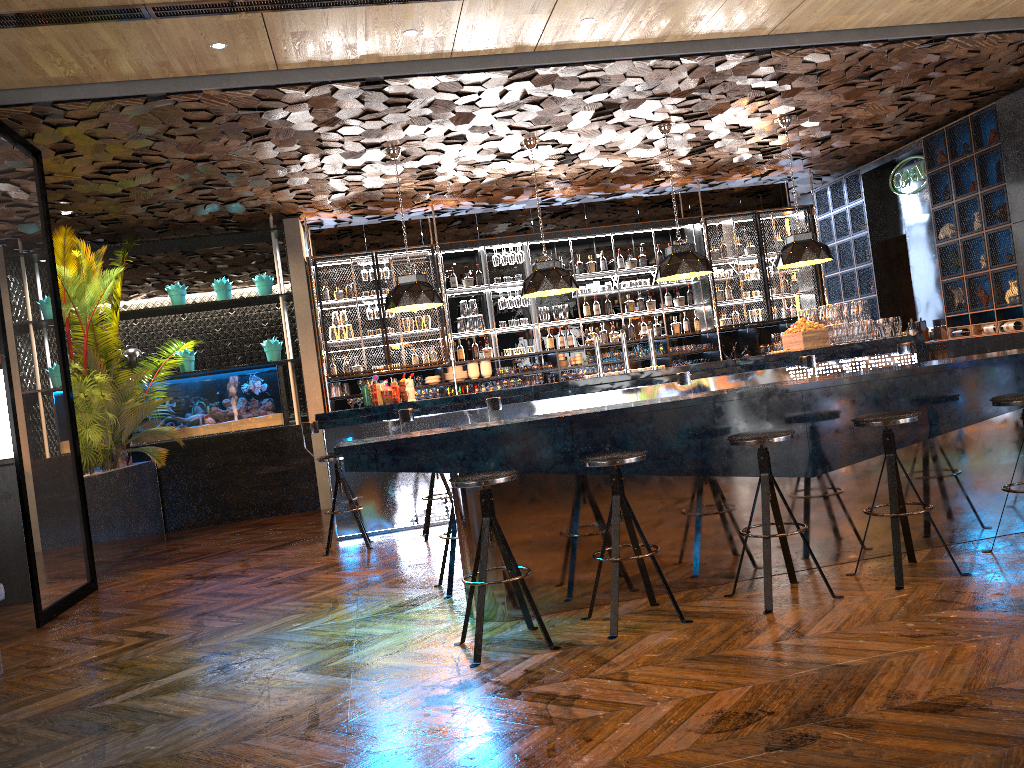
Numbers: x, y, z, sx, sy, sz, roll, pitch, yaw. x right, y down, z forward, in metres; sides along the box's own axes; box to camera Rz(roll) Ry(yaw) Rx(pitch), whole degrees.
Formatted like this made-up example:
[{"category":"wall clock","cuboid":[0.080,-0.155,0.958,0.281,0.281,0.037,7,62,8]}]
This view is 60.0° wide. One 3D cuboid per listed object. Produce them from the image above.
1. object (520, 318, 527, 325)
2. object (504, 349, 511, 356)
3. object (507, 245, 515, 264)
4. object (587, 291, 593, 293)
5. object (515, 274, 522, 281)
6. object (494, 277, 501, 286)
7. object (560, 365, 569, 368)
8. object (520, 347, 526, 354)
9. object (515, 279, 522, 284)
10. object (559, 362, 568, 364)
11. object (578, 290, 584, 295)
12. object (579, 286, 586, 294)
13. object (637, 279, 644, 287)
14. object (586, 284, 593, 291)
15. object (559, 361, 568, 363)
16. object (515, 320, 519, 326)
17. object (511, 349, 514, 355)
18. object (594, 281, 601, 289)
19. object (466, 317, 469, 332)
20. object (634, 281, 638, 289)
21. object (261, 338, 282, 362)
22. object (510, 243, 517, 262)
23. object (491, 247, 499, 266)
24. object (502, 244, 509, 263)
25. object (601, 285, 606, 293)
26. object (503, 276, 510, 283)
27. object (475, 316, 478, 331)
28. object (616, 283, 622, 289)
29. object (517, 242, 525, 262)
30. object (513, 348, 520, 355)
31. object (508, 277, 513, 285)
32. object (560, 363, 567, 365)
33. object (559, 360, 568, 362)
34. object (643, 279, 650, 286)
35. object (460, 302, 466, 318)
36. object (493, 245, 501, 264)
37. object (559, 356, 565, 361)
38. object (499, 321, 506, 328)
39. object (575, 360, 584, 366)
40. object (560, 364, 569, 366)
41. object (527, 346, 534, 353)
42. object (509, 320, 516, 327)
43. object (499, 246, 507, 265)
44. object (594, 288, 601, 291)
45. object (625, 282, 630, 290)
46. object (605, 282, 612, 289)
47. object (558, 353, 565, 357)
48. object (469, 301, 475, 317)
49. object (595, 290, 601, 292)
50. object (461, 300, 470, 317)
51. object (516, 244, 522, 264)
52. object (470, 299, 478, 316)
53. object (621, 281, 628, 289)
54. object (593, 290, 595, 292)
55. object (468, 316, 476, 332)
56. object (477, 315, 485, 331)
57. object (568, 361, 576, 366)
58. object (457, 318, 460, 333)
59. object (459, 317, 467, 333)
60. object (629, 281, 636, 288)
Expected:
[{"category":"object","cuboid":[0.153,-0.801,11.452,0.089,0.092,0.089,-7,0,-25]},{"category":"object","cuboid":[-0.056,-0.404,11.450,0.089,0.092,0.089,-7,0,-37]},{"category":"object","cuboid":[-0.016,-1.695,11.622,0.092,0.244,0.092,-8,0,42]},{"category":"object","cuboid":[1.020,-1.242,11.629,0.089,0.092,0.089,-7,0,-37]},{"category":"object","cuboid":[0.086,-1.365,11.481,0.089,0.092,0.089,-7,0,-41]},{"category":"object","cuboid":[-0.185,-1.330,11.512,0.089,0.092,0.089,-7,0,-41]},{"category":"object","cuboid":[0.661,-0.223,11.493,0.149,0.022,0.149,-7,0,-40]},{"category":"object","cuboid":[0.134,-0.429,11.566,0.089,0.092,0.089,-7,0,2]},{"category":"object","cuboid":[0.088,-1.365,11.668,0.089,0.092,0.089,-7,0,-41]},{"category":"object","cuboid":[0.657,-0.266,11.492,0.149,0.026,0.148,-7,0,-2]},{"category":"object","cuboid":[0.918,-1.228,11.785,0.089,0.092,0.089,-7,0,-37]},{"category":"object","cuboid":[0.921,-1.229,11.619,0.089,0.092,0.089,-8,0,17]},{"category":"object","cuboid":[1.699,-1.331,11.733,0.089,0.092,0.089,-8,0,44]},{"category":"object","cuboid":[1.018,-1.262,11.629,0.089,0.092,0.089,-8,0,33]},{"category":"object","cuboid":[0.655,-0.276,11.492,0.149,0.025,0.149,-8,0,43]},{"category":"object","cuboid":[0.055,-0.788,11.611,0.089,0.092,0.089,-8,0,23]},{"category":"object","cuboid":[-0.006,-0.410,11.630,0.089,0.092,0.089,-7,0,-37]},{"category":"object","cuboid":[1.121,-1.304,11.685,0.089,0.092,0.089,-7,0,-13]},{"category":"object","cuboid":[-0.544,-0.768,11.546,0.105,0.209,0.105,-8,0,36]},{"category":"object","cuboid":[1.656,-1.325,11.872,0.089,0.092,0.089,-7,0,-10]},{"category":"object","cuboid":[-2.964,-0.421,10.975,0.265,0.325,0.245,-7,0,-15]},{"category":"object","cuboid":[0.009,-1.698,11.460,0.092,0.244,0.092,-8,0,42]},{"category":"object","cuboid":[-0.221,-1.668,11.590,0.092,0.244,0.092,-8,0,42]},{"category":"object","cuboid":[-0.088,-1.686,11.444,0.092,0.244,0.092,-8,0,42]},{"category":"object","cuboid":[1.229,-1.269,11.812,0.089,0.092,0.089,-7,0,-20]},{"category":"object","cuboid":[-0.063,-1.346,11.509,0.089,0.092,0.089,-7,0,-41]},{"category":"object","cuboid":[-0.436,-0.782,11.553,0.105,0.209,0.105,-8,0,36]},{"category":"object","cuboid":[1.439,-1.297,11.869,0.089,0.092,0.089,-8,0,33]},{"category":"object","cuboid":[0.111,-1.711,11.476,0.092,0.244,0.092,-8,0,42]},{"category":"object","cuboid":[0.063,-0.420,11.455,0.089,0.092,0.089,-8,0,44]},{"category":"object","cuboid":[-0.033,-1.350,11.637,0.089,0.092,0.089,-7,0,2]},{"category":"object","cuboid":[0.657,-0.256,11.492,0.149,0.024,0.149,-7,0,-10]},{"category":"object","cuboid":[0.652,-0.287,11.492,0.149,0.026,0.148,-7,0,-2]},{"category":"object","cuboid":[1.791,-1.343,11.782,0.089,0.092,0.089,-8,0,35]},{"category":"object","cuboid":[-0.630,-0.967,11.539,0.105,0.209,0.105,-8,0,36]},{"category":"object","cuboid":[-0.195,-1.671,11.427,0.092,0.244,0.092,-8,0,42]},{"category":"object","cuboid":[0.651,-0.319,11.491,0.107,0.070,0.094,-8,0,21]},{"category":"object","cuboid":[-0.116,-0.765,11.515,0.089,0.092,0.089,-7,0,-31]},{"category":"object","cuboid":[0.873,-0.274,11.511,0.106,0.067,0.094,-7,0,-21]},{"category":"object","cuboid":[0.661,-0.233,11.493,0.149,0.023,0.149,-7,0,-40]},{"category":"object","cuboid":[0.248,-0.444,11.520,0.089,0.092,0.089,-7,0,2]},{"category":"object","cuboid":[0.004,-0.781,11.490,0.089,0.092,0.089,-7,0,-31]},{"category":"object","cuboid":[-0.113,-1.682,11.607,0.092,0.244,0.092,-8,0,42]},{"category":"object","cuboid":[1.125,-1.278,11.685,0.089,0.092,0.089,-7,0,-20]},{"category":"object","cuboid":[1.537,-1.309,11.891,0.089,0.092,0.089,-8,0,30]},{"category":"object","cuboid":[1.271,-1.295,11.678,0.089,0.092,0.089,-7,0,-18]},{"category":"object","cuboid":[0.635,-0.362,11.490,0.094,0.069,0.106,-7,0,-3]},{"category":"object","cuboid":[-0.513,-0.983,11.545,0.105,0.209,0.105,-8,0,36]},{"category":"object","cuboid":[1.128,-1.256,11.685,0.089,0.092,0.089,-7,0,-20]},{"category":"object","cuboid":[-0.607,-0.970,11.429,0.105,0.209,0.105,-8,0,36]},{"category":"object","cuboid":[0.086,-1.708,11.639,0.092,0.244,0.092,-8,0,42]},{"category":"object","cuboid":[-0.495,-0.985,11.456,0.105,0.209,0.105,-8,0,36]},{"category":"object","cuboid":[1.487,-1.303,11.711,0.089,0.092,0.089,-7,0,-37]},{"category":"object","cuboid":[1.124,-1.277,11.831,0.089,0.092,0.089,-8,0,17]},{"category":"object","cuboid":[-0.520,-0.771,11.439,0.105,0.209,0.105,-8,0,36]},{"category":"object","cuboid":[-0.406,-0.786,11.445,0.105,0.209,0.105,-8,0,36]},{"category":"object","cuboid":[0.803,-0.265,11.594,0.094,0.067,0.106,-8,0,43]},{"category":"object","cuboid":[-0.665,-0.752,11.534,0.105,0.209,0.105,-8,0,36]},{"category":"object","cuboid":[-0.637,-0.756,11.420,0.105,0.209,0.105,-8,0,36]},{"category":"object","cuboid":[1.593,-1.317,11.741,0.089,0.092,0.089,-8,0,44]}]
